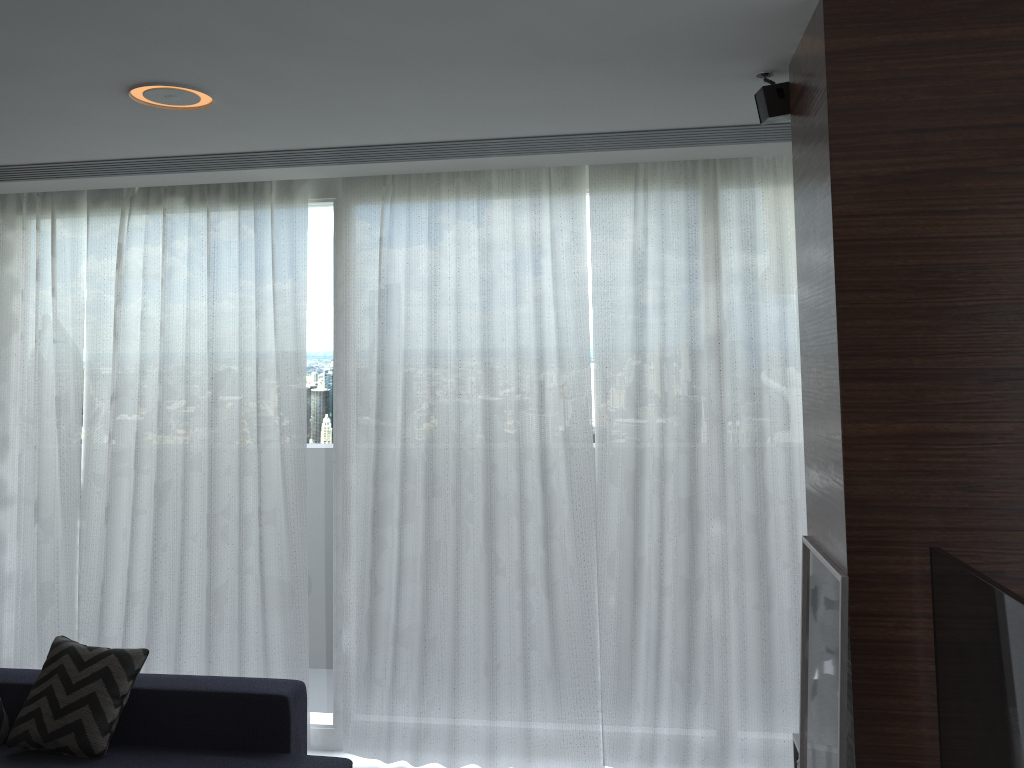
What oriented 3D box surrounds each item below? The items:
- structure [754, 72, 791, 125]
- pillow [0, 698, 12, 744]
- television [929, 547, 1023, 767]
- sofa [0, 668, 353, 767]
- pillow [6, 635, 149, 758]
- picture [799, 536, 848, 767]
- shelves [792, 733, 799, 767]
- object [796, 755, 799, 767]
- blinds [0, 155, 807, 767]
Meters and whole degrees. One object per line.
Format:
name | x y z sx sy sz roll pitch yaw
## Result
structure | 0.793 -0.857 2.650 0.114 0.143 0.084 -1 -3 -1
pillow | -2.184 1.182 3.217 0.354 0.521 0.597 -3 -3 39
television | 0.824 0.746 1.227 0.297 0.790 1.226 -1 -1 9
sofa | -1.682 1.368 2.092 1.898 0.611 2.864 -1 0 9
pillow | -1.618 1.162 3.292 0.414 0.347 0.285 -1 -2 13
picture | 0.766 0.777 2.192 0.053 0.704 0.498 -2 -3 9
shelves | 1.105 1.383 1.602 0.872 0.501 2.342 -1 0 9
object | 1.044 1.219 2.595 0.368 0.151 0.368 -1 0 9
blinds | -1.258 0.288 1.324 7.131 2.787 5.782 -1 0 12
